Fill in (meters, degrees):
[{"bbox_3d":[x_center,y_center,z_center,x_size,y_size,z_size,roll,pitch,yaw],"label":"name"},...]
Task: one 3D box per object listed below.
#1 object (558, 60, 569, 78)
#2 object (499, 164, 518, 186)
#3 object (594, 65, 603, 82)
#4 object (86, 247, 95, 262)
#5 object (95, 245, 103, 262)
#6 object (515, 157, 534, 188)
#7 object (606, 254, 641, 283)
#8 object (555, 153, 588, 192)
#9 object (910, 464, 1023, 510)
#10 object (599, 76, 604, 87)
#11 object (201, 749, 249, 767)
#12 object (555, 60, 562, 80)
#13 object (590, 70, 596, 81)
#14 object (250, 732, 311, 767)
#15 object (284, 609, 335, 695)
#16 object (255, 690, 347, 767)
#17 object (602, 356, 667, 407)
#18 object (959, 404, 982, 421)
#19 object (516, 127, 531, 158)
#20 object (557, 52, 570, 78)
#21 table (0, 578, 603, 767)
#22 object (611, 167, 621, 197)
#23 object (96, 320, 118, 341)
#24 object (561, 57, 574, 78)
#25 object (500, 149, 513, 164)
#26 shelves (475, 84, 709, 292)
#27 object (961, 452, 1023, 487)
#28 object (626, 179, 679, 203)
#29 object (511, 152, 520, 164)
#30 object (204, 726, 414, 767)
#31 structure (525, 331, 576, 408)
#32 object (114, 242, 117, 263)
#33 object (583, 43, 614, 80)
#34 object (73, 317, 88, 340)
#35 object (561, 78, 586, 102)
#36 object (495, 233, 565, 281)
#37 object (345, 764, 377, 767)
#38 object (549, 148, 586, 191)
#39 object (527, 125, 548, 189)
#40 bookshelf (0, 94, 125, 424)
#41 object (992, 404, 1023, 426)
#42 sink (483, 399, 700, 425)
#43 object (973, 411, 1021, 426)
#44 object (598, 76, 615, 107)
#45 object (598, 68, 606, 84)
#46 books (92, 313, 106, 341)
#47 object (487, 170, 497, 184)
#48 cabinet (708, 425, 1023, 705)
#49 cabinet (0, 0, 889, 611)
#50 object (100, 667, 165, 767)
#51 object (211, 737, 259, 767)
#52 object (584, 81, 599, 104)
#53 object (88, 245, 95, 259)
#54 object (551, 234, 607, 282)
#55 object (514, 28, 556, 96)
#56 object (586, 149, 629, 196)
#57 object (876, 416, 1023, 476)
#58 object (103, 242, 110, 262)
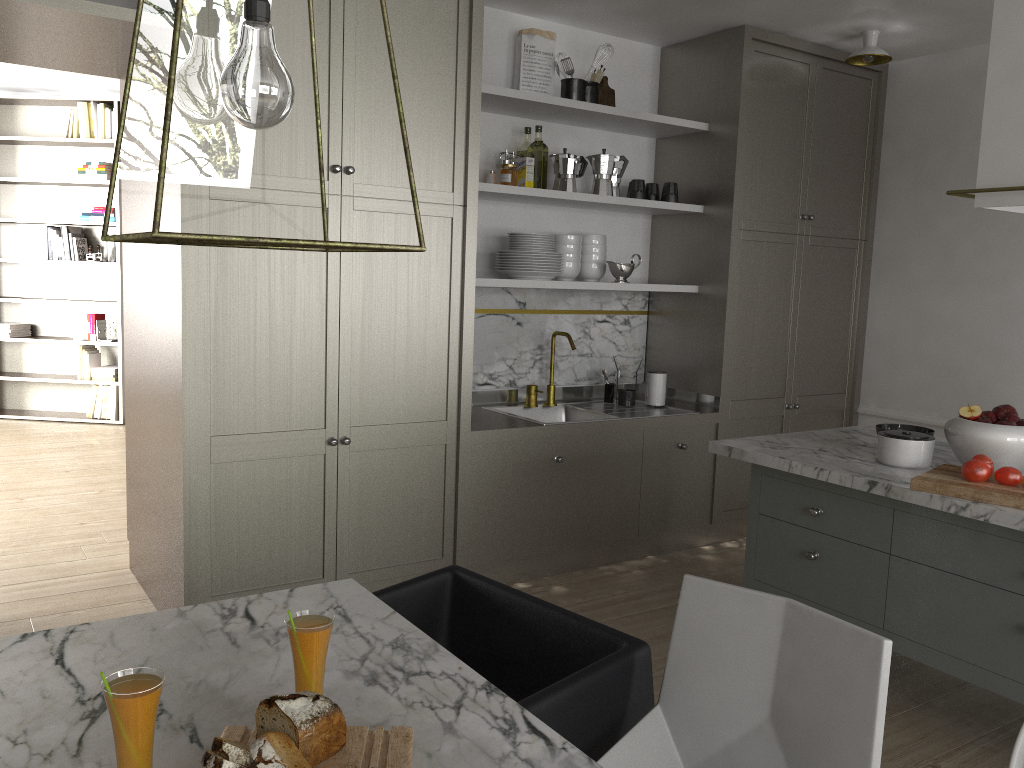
[{"bbox_3d":[0.238,-1.348,3.888,0.085,0.148,0.050,6,8,28],"label":"object"},{"bbox_3d":[-0.016,-0.867,3.717,0.078,0.101,0.078,4,7,12],"label":"object"},{"bbox_3d":[0.359,-1.305,3.918,0.083,0.201,0.023,5,8,21],"label":"object"},{"bbox_3d":[-3.178,-0.980,6.688,0.064,0.112,0.035,2,7,1],"label":"object"},{"bbox_3d":[-3.138,-0.992,6.736,0.064,0.128,0.035,4,7,17],"label":"object"},{"bbox_3d":[0.052,-0.894,3.796,0.044,0.141,0.077,-3,9,-38],"label":"object"},{"bbox_3d":[0.510,-0.529,4.049,0.210,0.135,0.102,-4,9,-41],"label":"object"},{"bbox_3d":[0.247,-0.895,3.769,0.087,0.167,0.138,-3,9,-37],"label":"object"},{"bbox_3d":[1.290,0.274,2.303,0.400,0.030,0.290,8,9,41],"label":"object"},{"bbox_3d":[0.414,-1.302,4.012,0.092,0.183,0.038,-1,8,-24],"label":"object"},{"bbox_3d":[-0.335,0.465,1.073,0.083,0.055,0.073,7,8,32],"label":"object"},{"bbox_3d":[0.227,-1.304,3.865,0.098,0.199,0.059,0,7,-14],"label":"object"},{"bbox_3d":[0.349,-1.309,3.960,0.023,0.202,0.079,7,9,36],"label":"object"},{"bbox_3d":[-0.279,0.461,1.072,0.079,0.067,0.074,6,8,28],"label":"object"},{"bbox_3d":[-0.291,0.403,1.273,0.071,0.188,0.071,1,7,-13],"label":"object"},{"bbox_3d":[-0.275,0.441,1.162,0.086,0.087,0.090,7,8,33],"label":"object"},{"bbox_3d":[0.576,-0.016,4.196,0.307,0.229,0.144,3,7,9],"label":"object"},{"bbox_3d":[1.338,0.084,2.591,0.061,0.048,0.054,5,7,20],"label":"object"},{"bbox_3d":[0.064,-0.973,3.864,0.066,0.282,0.066,-5,10,-43],"label":"object"},{"bbox_3d":[0.227,-1.337,3.791,0.085,0.148,0.050,-2,8,-31],"label":"object"},{"bbox_3d":[-0.228,0.832,0.973,0.870,0.583,1.781,-3,8,-33],"label":"table"},{"bbox_3d":[0.458,-0.923,4.058,0.087,0.167,0.138,1,7,-10],"label":"object"},{"bbox_3d":[-3.079,-0.408,6.766,0.120,0.155,0.128,3,7,6],"label":"object"},{"bbox_3d":[0.265,-1.291,3.793,0.132,0.185,0.039,-4,10,-43],"label":"object"},{"bbox_3d":[-0.026,-0.911,3.781,0.059,0.172,0.059,6,8,29],"label":"object"},{"bbox_3d":[0.237,-0.813,3.913,1.339,0.775,0.352,-3,8,-33],"label":"shelves"},{"bbox_3d":[1.278,0.223,2.292,0.135,0.079,0.194,-5,10,-45],"label":"object"},{"bbox_3d":[0.637,-0.891,4.135,0.264,0.098,0.173,-1,8,-25],"label":"object"},{"bbox_3d":[0.002,-0.917,3.840,0.059,0.172,0.059,1,7,-7],"label":"object"},{"bbox_3d":[-0.257,0.512,1.055,0.260,0.031,0.360,2,7,-4],"label":"object"},{"bbox_3d":[0.166,-0.063,4.010,0.167,0.347,0.195,-1,8,-26],"label":"structure"},{"bbox_3d":[-3.022,-1.031,6.747,0.069,0.211,0.069,-1,8,-25],"label":"object"},{"bbox_3d":[0.372,-1.387,3.842,0.135,0.187,0.070,-2,8,-30],"label":"object"},{"bbox_3d":[-3.264,-0.427,6.785,0.122,0.174,0.128,3,7,6],"label":"object"},{"bbox_3d":[0.263,-1.254,3.846,0.108,0.118,0.108,-4,9,-42],"label":"object"},{"bbox_3d":[0.078,-0.546,3.814,0.306,0.195,0.300,-3,9,-37],"label":"object"},{"bbox_3d":[-0.185,0.473,0.973,0.157,0.075,0.151,2,7,2],"label":"object"},{"bbox_3d":[0.245,-0.939,3.938,0.175,0.212,0.111,2,7,2],"label":"object"},{"bbox_3d":[0.111,-0.963,3.797,0.082,0.282,0.089,-3,9,-38],"label":"object"},{"bbox_3d":[-2.331,-0.880,6.690,3.513,2.402,0.300,3,7,4],"label":"bookshelf"},{"bbox_3d":[1.460,0.112,2.570,0.071,0.091,0.167,1,7,-8],"label":"object"},{"bbox_3d":[0.360,0.203,4.007,0.877,0.174,0.475,-3,8,-33],"label":"sink"},{"bbox_3d":[1.402,0.122,2.572,0.135,0.074,0.154,-3,9,-38],"label":"object"},{"bbox_3d":[0.425,-1.301,4.010,0.092,0.183,0.038,-1,8,-24],"label":"object"},{"bbox_3d":[0.367,-1.315,3.952,0.106,0.191,0.016,-1,8,-24],"label":"object"},{"bbox_3d":[-3.150,-0.434,6.768,0.022,0.204,0.144,3,7,6],"label":"books"},{"bbox_3d":[-0.086,-0.870,3.789,0.046,0.084,0.046,1,7,-7],"label":"object"},{"bbox_3d":[1.651,0.673,2.241,0.870,0.721,2.360,-3,8,-33],"label":"cabinet"},{"bbox_3d":[-0.670,-0.395,3.507,5.433,2.377,0.947,-3,8,-33],"label":"cabinet"},{"bbox_3d":[-0.455,0.422,1.067,0.071,0.188,0.071,1,7,-13],"label":"object"},{"bbox_3d":[-0.330,0.460,1.101,0.083,0.057,0.072,7,8,32],"label":"object"},{"bbox_3d":[0.328,-1.268,3.937,0.112,0.128,0.112,8,9,40],"label":"object"},{"bbox_3d":[-3.210,-0.998,6.763,0.064,0.128,0.035,0,7,-20],"label":"object"},{"bbox_3d":[0.305,-0.582,4.083,0.309,0.216,0.149,-4,9,-41],"label":"object"},{"bbox_3d":[0.104,-1.366,3.848,0.183,0.327,0.074,-1,8,-24],"label":"object"},{"bbox_3d":[0.414,-0.929,3.905,0.175,0.212,0.111,6,8,27],"label":"object"},{"bbox_3d":[1.337,0.167,2.671,0.491,0.156,0.364,7,8,33],"label":"object"},{"bbox_3d":[-3.095,-1.038,6.778,0.069,0.211,0.069,-1,8,-25],"label":"object"}]
